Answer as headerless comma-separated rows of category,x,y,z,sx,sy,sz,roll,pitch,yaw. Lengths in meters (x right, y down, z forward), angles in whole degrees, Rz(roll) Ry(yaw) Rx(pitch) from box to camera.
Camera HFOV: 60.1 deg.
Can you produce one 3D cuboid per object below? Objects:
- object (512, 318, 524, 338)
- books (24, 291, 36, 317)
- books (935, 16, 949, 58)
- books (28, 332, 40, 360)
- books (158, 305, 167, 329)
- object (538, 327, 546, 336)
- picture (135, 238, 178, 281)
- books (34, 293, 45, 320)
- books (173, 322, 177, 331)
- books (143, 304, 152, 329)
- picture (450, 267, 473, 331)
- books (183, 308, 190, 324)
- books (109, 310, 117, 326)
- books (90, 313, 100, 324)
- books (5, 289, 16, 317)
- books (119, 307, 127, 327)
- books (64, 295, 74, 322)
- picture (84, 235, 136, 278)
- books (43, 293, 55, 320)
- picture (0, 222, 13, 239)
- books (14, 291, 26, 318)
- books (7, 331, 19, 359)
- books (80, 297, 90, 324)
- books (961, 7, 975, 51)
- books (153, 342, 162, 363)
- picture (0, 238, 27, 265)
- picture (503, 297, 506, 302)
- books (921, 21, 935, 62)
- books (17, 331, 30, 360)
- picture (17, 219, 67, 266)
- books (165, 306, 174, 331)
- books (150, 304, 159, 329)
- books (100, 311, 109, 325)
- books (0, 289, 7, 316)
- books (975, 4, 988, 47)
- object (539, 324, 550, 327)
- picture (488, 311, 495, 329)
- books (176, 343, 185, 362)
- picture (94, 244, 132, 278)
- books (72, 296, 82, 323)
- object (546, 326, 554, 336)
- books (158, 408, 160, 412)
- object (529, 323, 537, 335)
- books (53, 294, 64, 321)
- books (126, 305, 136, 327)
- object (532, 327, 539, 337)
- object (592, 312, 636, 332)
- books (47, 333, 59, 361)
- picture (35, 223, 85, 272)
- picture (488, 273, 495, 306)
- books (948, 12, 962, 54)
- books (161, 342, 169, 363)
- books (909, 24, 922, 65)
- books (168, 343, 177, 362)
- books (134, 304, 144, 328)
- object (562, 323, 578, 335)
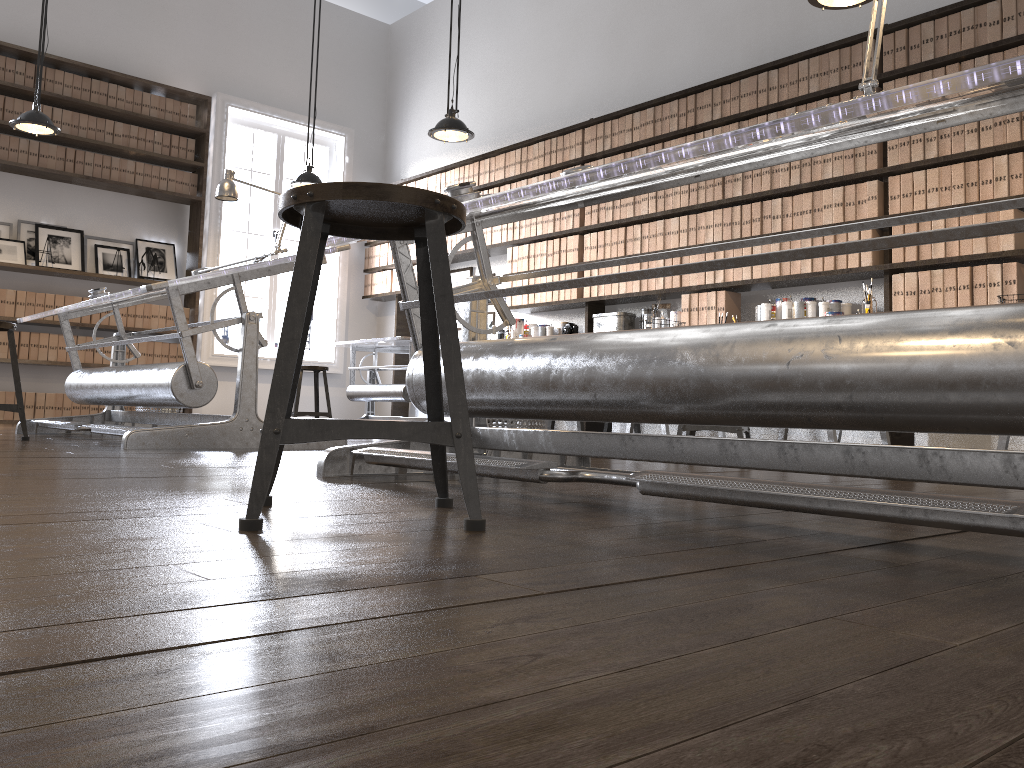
object,0.045,-0.447,7.263,0.107,0.178,0.106,5,-6,-39
books,-3.919,-0.627,7.165,0.066,0.226,0.174,6,-6,-41
books,2.383,-1.865,4.838,0.174,0.226,0.066,5,-6,-41
books,-3.890,-0.302,7.172,0.066,0.226,0.174,6,-6,-41
books,-3.128,-0.578,7.849,0.067,0.227,0.174,6,-6,-41
object,0.243,-0.408,7.058,0.062,0.094,0.063,-1,-5,34
picture,-3.171,-1.102,7.906,0.342,0.366,0.160,5,-6,-41
books,-3.868,-0.624,7.212,0.066,0.226,0.174,6,-6,-41
books,-3.027,-0.572,7.945,0.066,0.226,0.174,6,-6,-41
books,-3.228,-0.584,7.766,0.066,0.226,0.174,6,-6,-41
picture,-0.502,-0.782,8.230,0.040,0.577,0.414,6,-6,-41
books,-2.973,-0.569,7.982,0.067,0.227,0.174,6,-6,-41
books,-3.433,-0.597,7.584,0.066,0.226,0.174,6,-6,-41
books,-3.543,-0.604,7.487,0.067,0.227,0.174,6,-6,-41
books,-4.025,-0.634,7.070,0.066,0.226,0.174,6,-6,-41
books,-3.383,-0.594,7.633,0.066,0.226,0.174,6,-6,-41
books,-3.702,-0.614,7.347,0.067,0.227,0.174,6,-6,-41
picture,-3.481,-1.085,7.673,0.433,0.363,0.095,5,-6,-41
books,-3.813,-0.620,7.255,0.066,0.226,0.174,6,-6,-41
picture,-4.208,-1.134,7.038,0.414,0.367,0.083,5,-6,-41
books,-3.970,-0.630,7.116,0.067,0.227,0.174,6,-6,-41
books,-4.002,-0.309,7.074,0.066,0.226,0.174,6,-6,-41
books,-3.602,-0.607,7.443,0.066,0.226,0.174,6,-6,-41
books,2.469,-1.866,4.731,0.174,0.227,0.067,5,-6,-41
books,-3.155,-0.257,7.804,0.067,0.227,0.174,6,-6,-41
picture,-4.049,-1.057,7.071,0.299,0.230,0.144,4,-5,-41
picture,-0.025,-0.743,7.695,0.023,0.184,0.251,6,-5,-41
books,2.333,-1.865,4.889,0.174,0.226,0.066,5,-6,-41
books,-3.942,-0.306,7.119,0.067,0.227,0.174,6,-6,-41
picture,-3.887,-1.134,7.324,0.368,0.408,0.091,5,-6,-41
books,-3.078,-0.575,7.897,0.066,0.226,0.174,6,-6,-41
books,-3.180,-0.581,7.806,0.066,0.226,0.174,6,-6,-41
books,-3.490,-0.600,7.541,0.066,0.226,0.174,6,-6,-41
books,-4.074,-0.637,7.030,0.066,0.226,0.174,6,-6,-41
books,2.517,-1.867,4.683,0.174,0.226,0.066,5,-6,-41
object,0.262,-0.416,7.184,0.094,0.128,0.094,2,-4,-11
picture,-0.234,-0.548,7.910,0.023,0.184,0.251,6,-5,-41
books,-2.999,-0.247,7.942,0.066,0.226,0.174,6,-6,-41
picture,-3.445,-1.050,7.647,0.289,0.292,0.127,5,-6,-41
books,-3.657,-0.611,7.391,0.066,0.226,0.174,6,-6,-41
object,0.301,-0.407,7.025,0.062,0.095,0.061,-1,-5,34
books,-3.118,0.228,7.807,0.067,0.227,0.174,6,-6,-41
object,0.169,-0.427,7.232,0.070,0.131,0.070,2,-4,-3
books,-3.756,-0.617,7.299,0.066,0.226,0.174,6,-6,-41
books,-3.330,-0.590,7.679,0.066,0.226,0.174,6,-6,-41
object,0.186,-0.408,7.100,0.062,0.095,0.061,-1,-5,34
object,0.754,-0.440,6.552,0.192,0.153,0.316,5,-4,-42
books,-3.784,-0.296,7.260,0.066,0.226,0.174,6,-6,-41
picture,-3.759,-1.121,7.366,0.372,0.393,0.148,5,-6,-41
picture,-0.218,-0.842,7.929,0.022,0.286,0.201,6,-6,-42
books,2.429,-1.865,4.785,0.174,0.226,0.066,5,-6,-41
books,-3.108,-0.254,7.852,0.066,0.226,0.174,6,-6,-41
books,2.289,-1.864,4.945,0.174,0.226,0.066,5,-6,-41
books,-3.055,-0.251,7.899,0.066,0.226,0.174,6,-6,-41
books,-3.275,-0.587,7.719,0.067,0.227,0.174,6,-6,-41
object,0.436,-0.418,6.854,0.091,0.109,0.170,5,-4,-41
